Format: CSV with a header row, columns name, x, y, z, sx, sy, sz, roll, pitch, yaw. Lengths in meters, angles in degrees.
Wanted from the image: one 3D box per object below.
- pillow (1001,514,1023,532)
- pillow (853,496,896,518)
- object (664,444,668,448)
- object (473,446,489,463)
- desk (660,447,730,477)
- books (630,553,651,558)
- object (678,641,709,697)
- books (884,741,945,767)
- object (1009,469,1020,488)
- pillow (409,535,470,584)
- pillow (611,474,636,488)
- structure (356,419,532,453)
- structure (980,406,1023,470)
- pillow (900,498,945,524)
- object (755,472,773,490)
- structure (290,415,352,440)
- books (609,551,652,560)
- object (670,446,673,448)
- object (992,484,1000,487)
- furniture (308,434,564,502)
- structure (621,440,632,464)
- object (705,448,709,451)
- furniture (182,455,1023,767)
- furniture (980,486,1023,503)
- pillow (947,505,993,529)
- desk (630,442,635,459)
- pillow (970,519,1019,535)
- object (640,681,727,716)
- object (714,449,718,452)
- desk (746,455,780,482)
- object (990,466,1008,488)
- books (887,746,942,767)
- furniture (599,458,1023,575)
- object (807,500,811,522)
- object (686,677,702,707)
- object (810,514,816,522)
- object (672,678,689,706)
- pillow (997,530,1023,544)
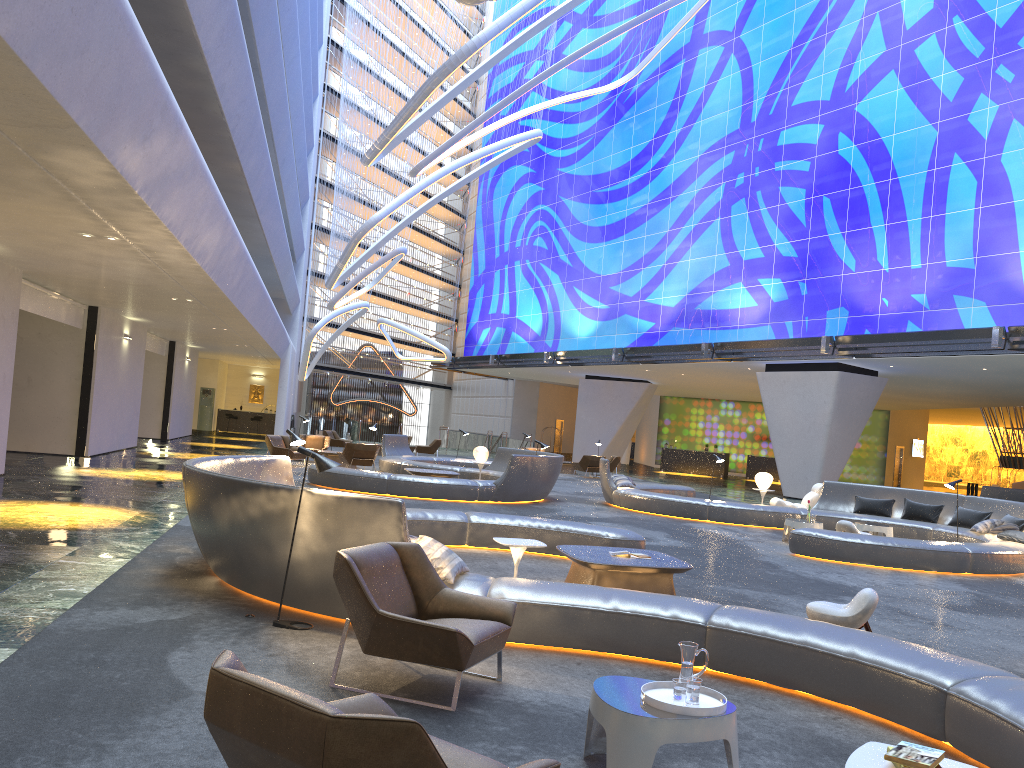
name,x,y,z,sx,sy,sz,roll,pitch,yaw
pillow,8.313,2.370,14.814,0.317,0.366,0.775,5,-2,5
pillow,6.974,2.372,17.107,0.768,0.368,0.295,4,-2,32
object,7.178,2.891,41.262,0.149,0.149,0.149,4,-2,22
object,-0.733,1.651,20.752,0.367,0.387,0.318,5,-1,-5
desk,8.431,3.608,40.924,2.974,1.097,0.815,4,-2,27
books,1.257,1.679,8.672,0.133,0.012,0.189,6,-3,-22
object,0.806,1.307,4.033,0.131,0.252,0.103,5,-1,-29
books,1.271,1.171,2.796,0.133,0.022,0.189,3,-3,39
object,23.347,4.581,40.403,1.205,1.663,0.476,5,-1,-2
pillow,-0.652,1.274,6.626,0.876,0.262,0.694,3,-3,40
pillow,2.369,2.102,19.281,0.692,0.262,0.878,5,-2,-3
structure,-5.733,6.675,55.704,9.310,8.395,19.737,5,-2,-12
structure,26.831,2.494,31.589,11.989,6.244,16.492,5,-2,-12
pillow,7.670,2.387,16.612,0.282,0.416,0.758,6,-2,-44
object,5.556,2.140,19.568,0.367,0.387,0.318,6,-2,-30
structure,-11.906,6.030,53.934,3.018,8.234,19.832,5,-2,-12
books,1.158,1.665,8.692,0.395,0.039,0.301,5,-3,2
object,7.403,2.926,41.166,0.107,0.108,0.111,4,-2,22
object,15.031,3.314,27.551,0.318,0.387,0.367,5,-2,-5
furniture,-1.297,1.934,21.625,5.184,0.969,9.938,5,-3,5
structure,6.009,3.169,46.382,1.024,2.050,0.772,6,-1,-34
object,8.883,3.004,40.472,0.150,0.145,0.150,4,-2,21
furniture,0.070,1.374,6.544,5.189,0.969,9.927,6,-3,-15
furniture,17.036,3.727,26.404,9.924,0.969,5.191,5,-3,5
pillow,8.181,2.401,15.840,0.315,0.386,0.784,5,-2,-20
desk,7.312,4.228,56.902,2.974,1.097,0.815,4,-2,27
pillow,8.123,2.400,14.876,0.876,0.262,0.694,3,-3,43
object,0.771,1.412,3.986,0.381,0.038,0.381,6,-3,-20
object,9.265,3.031,40.333,0.150,0.145,0.150,4,-2,21
desk,12.255,3.911,40.326,2.974,1.097,0.815,4,-2,25
object,22.299,4.498,40.567,0.475,1.663,1.207,4,-1,43
books,1.273,1.198,2.798,0.128,0.030,0.182,4,-3,10
furniture,5.337,2.308,17.233,5.190,0.969,9.925,6,-3,-20
object,4.866,2.077,14.496,0.066,0.355,0.076,6,-1,-45
object,0.805,1.369,3.936,0.071,0.118,0.071,6,-2,-44
object,4.957,2.209,14.609,0.071,0.118,0.151,5,-2,-2
object,0.736,1.362,3.895,0.071,0.118,0.071,6,-1,-30
pillow,7.860,2.394,13.831,0.444,0.207,0.444,3,-3,39
